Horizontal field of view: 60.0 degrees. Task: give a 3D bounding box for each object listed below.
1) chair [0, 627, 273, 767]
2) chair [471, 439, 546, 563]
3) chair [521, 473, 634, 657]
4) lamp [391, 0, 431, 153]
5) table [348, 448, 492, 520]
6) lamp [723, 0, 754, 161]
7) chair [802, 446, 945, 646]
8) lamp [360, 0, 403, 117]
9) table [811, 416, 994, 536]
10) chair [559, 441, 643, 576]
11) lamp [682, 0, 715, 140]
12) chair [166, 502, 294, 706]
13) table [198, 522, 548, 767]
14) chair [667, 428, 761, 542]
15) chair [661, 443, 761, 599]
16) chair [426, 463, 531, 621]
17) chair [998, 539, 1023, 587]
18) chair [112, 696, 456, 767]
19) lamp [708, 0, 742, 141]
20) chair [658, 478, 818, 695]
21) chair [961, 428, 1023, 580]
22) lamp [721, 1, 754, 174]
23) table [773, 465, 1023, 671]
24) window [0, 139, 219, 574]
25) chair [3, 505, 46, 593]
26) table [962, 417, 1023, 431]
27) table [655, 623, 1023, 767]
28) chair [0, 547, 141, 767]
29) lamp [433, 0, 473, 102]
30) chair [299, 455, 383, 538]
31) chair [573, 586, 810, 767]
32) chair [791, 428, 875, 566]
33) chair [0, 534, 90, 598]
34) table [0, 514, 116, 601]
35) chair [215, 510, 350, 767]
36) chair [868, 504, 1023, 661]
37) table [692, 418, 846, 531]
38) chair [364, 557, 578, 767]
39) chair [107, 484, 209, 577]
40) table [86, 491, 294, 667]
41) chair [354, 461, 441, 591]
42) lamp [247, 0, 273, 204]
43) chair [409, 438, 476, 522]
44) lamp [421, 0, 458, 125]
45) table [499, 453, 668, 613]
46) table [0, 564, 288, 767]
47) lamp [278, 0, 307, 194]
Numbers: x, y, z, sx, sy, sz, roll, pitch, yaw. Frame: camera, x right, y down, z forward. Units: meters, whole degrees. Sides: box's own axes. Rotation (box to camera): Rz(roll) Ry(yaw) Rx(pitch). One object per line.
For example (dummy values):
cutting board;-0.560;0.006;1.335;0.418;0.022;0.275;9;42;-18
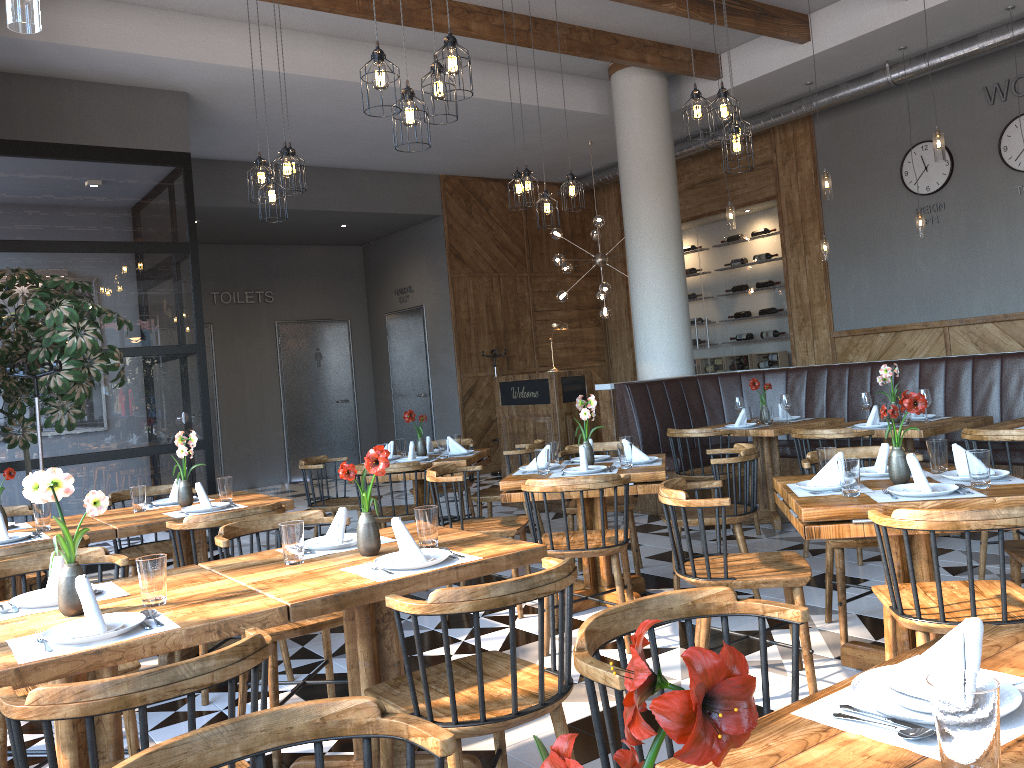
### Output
chair;-0.769;0.953;1.873;0.520;0.818;0.548;-4;-1;-35
chair;0.006;0.836;6.338;0.549;0.818;0.519;-5;-1;10
chair;0.346;0.829;4.269;0.519;0.818;0.549;-5;-1;10
lamp;-0.577;-2.192;4.388;0.175;2.073;0.174;-3;-2;-41
table;-0.620;0.916;6.446;0.863;0.765;0.864;-5;0;10
lamp;1.395;-2.511;5.816;0.175;2.073;0.175;-5;-2;5
chair;1.632;0.720;4.021;0.519;0.818;0.549;-5;-1;10
lamp;-0.696;-2.311;4.198;0.175;2.073;0.175;-5;-2;16
table;2.603;0.641;5.907;0.851;0.765;0.848;-5;-1;-35
chair;0.567;0.796;5.539;0.519;0.818;0.549;-5;-1;10
lamp;1.088;-2.582;5.588;0.174;2.073;0.175;-6;-2;38
chair;-1.315;0.975;4.120;0.520;0.818;0.548;-4;-1;-35
table;-0.445;0.940;2.894;0.851;0.765;0.848;-5;-1;-35
chair;1.450;0.709;6.448;0.550;0.818;0.518;-4;-1;-35
chair;1.089;0.759;4.795;0.549;0.818;0.519;-5;-1;10
chair;-0.176;0.866;5.013;0.549;0.818;0.519;-5;-1;10
chair;2.154;0.683;3.277;0.549;0.818;0.519;-5;-1;10
chair;-0.255;0.916;1.142;0.520;0.818;0.548;-4;-1;-35
lamp;1.217;-2.535;5.419;0.175;2.073;0.175;-6;-2;27
chair;0.889;0.791;3.495;0.549;0.818;0.519;-5;-1;10
chair;2.713;0.619;4.649;0.550;0.818;0.518;-4;-1;-35
lamp;1.338;-2.373;5.601;0.174;2.073;0.175;-6;-2;38
table;1.522;0.763;3.394;0.863;0.765;0.864;-5;0;10
window;-4.410;-0.150;7.983;2.731;3.553;2.181;-4;-1;-35
chair;-2.751;1.094;4.699;0.520;0.818;0.548;-4;-1;-35
table;3.228;0.597;5.018;0.851;0.765;0.848;-5;-1;-35
table;0.816;0.850;1.097;0.851;0.765;0.848;-5;-1;-35
chair;-1.516;1.006;2.939;0.520;0.818;0.548;-4;-1;-35
lamp;-0.367;-2.442;4.370;0.175;2.073;0.174;-3;-2;-41
chair;-1.259;0.943;6.557;0.549;0.818;0.519;-5;-1;10
chair;0.433;0.851;1.629;0.520;0.818;0.548;-4;-1;-35
chair;2.082;0.664;5.548;0.550;0.818;0.518;-4;-1;-35
chair;-2.003;1.041;3.633;0.520;0.818;0.548;-4;-1;-35
table;-2.377;1.094;4.160;0.851;0.765;0.848;-5;-1;-35
chair;-0.828;0.941;3.426;0.520;0.818;0.548;-4;-1;-35
chair;1.411;0.753;2.751;0.519;0.818;0.549;-5;-1;10
table;1.971;0.686;6.808;0.851;0.765;0.848;-5;-1;-35
chair;-0.081;0.888;2.360;0.520;0.818;0.548;-4;-1;-35
chair;-2.063;1.029;5.186;0.520;0.818;0.548;-4;-1;-35
table;-1.680;1.028;4.654;0.851;0.765;0.848;-5;-1;-35
chair;-0.737;0.906;5.813;0.519;0.818;0.549;-5;-1;10
lamp;-1.789;-2.281;6.079;0.175;2.073;0.174;-4;-2;-34
chair;-0.536;0.875;7.095;0.519;0.818;0.549;-5;-1;10
lamp;-0.452;-2.380;4.556;0.174;2.073;0.175;-6;-2;38
table;0.457;0.839;4.912;0.863;0.765;0.864;-5;0;10
table;-1.143;1.006;2.400;0.851;0.765;0.848;-5;-1;-35
lamp;-1.588;-2.355;6.108;0.175;2.073;0.174;-4;-2;-23
